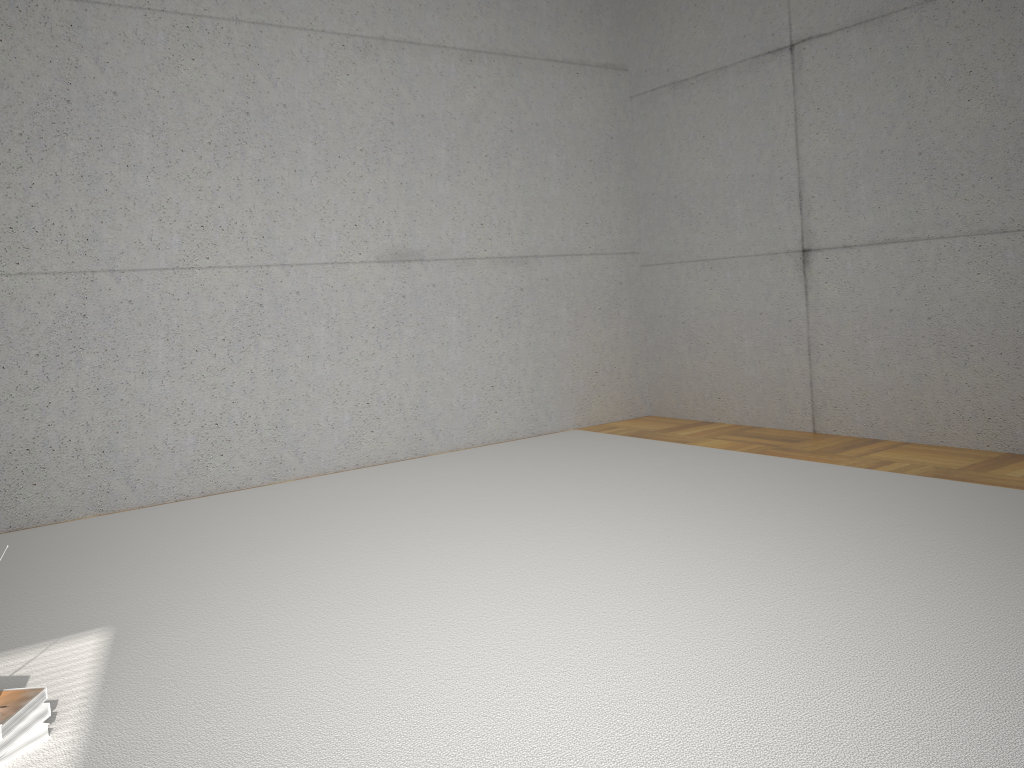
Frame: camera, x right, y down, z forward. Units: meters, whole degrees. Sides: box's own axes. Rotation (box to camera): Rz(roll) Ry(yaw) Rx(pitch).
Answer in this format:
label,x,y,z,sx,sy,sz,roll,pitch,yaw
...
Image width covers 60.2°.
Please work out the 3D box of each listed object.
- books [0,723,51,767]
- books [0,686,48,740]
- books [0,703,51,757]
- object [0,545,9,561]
label,x,y,z,sx,sy,sz,roll,pitch,yaw
books,-1.207,0.804,1.968,0.264,0.032,0.190,-2,6,19
books,-1.217,0.740,1.971,0.264,0.032,0.190,-4,6,-1
books,-1.209,0.772,1.967,0.264,0.032,0.190,-3,6,4
object,-1.184,0.538,1.975,0.185,0.366,0.090,-4,1,6
